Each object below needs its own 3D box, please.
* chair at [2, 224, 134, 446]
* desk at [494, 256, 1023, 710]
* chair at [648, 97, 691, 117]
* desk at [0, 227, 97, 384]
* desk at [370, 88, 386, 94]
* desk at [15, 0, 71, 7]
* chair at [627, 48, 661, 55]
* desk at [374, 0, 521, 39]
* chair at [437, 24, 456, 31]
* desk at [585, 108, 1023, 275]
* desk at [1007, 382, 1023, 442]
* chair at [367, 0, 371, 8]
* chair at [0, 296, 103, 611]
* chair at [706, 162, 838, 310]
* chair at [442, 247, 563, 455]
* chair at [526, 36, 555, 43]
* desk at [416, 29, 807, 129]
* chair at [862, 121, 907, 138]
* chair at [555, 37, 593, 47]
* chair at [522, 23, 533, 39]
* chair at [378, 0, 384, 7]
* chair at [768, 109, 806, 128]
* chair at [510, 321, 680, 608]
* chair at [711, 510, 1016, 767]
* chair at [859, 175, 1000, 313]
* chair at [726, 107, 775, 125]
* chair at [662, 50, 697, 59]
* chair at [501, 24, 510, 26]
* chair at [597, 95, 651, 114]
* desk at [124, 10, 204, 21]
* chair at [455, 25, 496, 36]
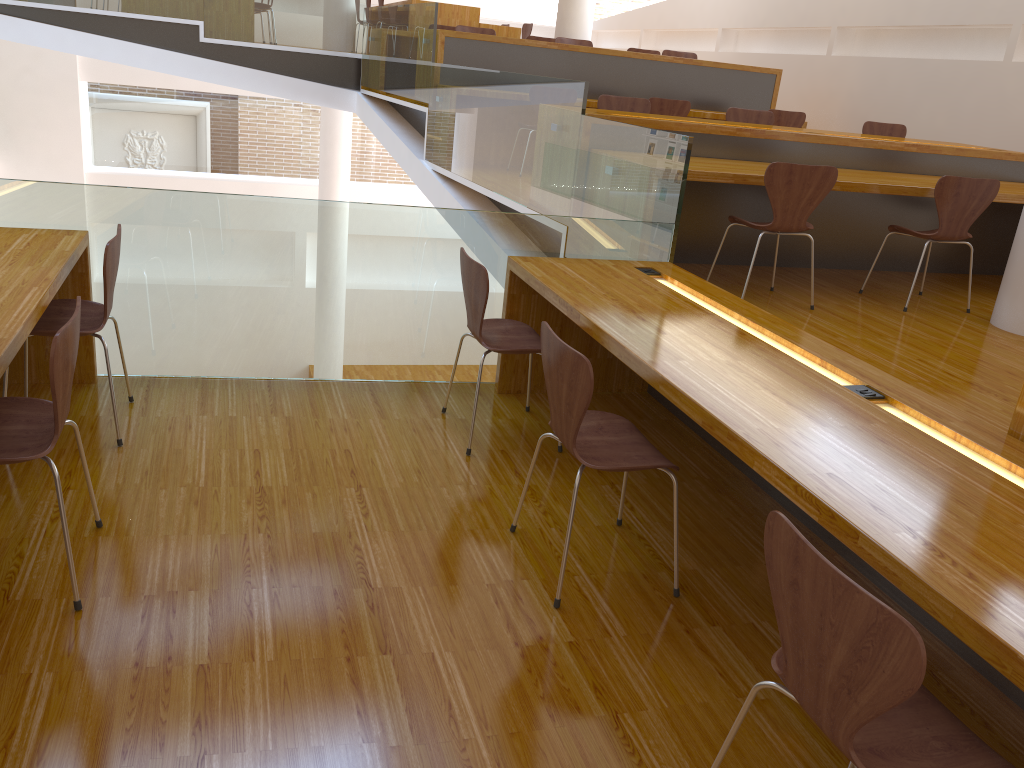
[{"bbox_3d":[-1.536,-0.185,3.046,0.381,0.693,0.428,0,21,-18],"label":"chair"},{"bbox_3d":[0.772,0.299,2.529,0.760,0.606,3.185,0,21,-18],"label":"desk"},{"bbox_3d":[1.183,-2.016,7.361,0.428,0.693,0.381,0,21,-18],"label":"chair"},{"bbox_3d":[-1.820,0.399,1.942,1.285,0.918,3.236,0,21,-18],"label":"desk"},{"bbox_3d":[0.215,-3.312,9.557,3.356,0.606,0.760,0,21,-18],"label":"desk"},{"bbox_3d":[-5.406,-4.475,9.644,0.760,0.606,3.194,0,21,-18],"label":"desk"},{"bbox_3d":[1.301,-3.232,9.531,0.428,0.693,0.381,0,21,-18],"label":"chair"},{"bbox_3d":[-0.970,-4.319,11.212,1.247,0.762,3.194,0,21,-18],"label":"desk"},{"bbox_3d":[-0.678,-3.203,8.859,0.428,0.693,0.381,0,21,-18],"label":"chair"},{"bbox_3d":[1.908,-1.091,5.367,3.243,0.785,1.527,0,21,-18],"label":"desk"},{"bbox_3d":[2.906,0.169,2.399,3.185,0.606,0.760,0,21,-18],"label":"desk"},{"bbox_3d":[-1.603,-4.366,10.804,0.381,0.693,0.428,0,21,-18],"label":"chair"},{"bbox_3d":[-1.256,0.156,2.180,0.381,0.693,0.428,0,21,-18],"label":"chair"},{"bbox_3d":[1.273,-0.753,4.370,0.428,0.693,0.381,0,21,-18],"label":"chair"},{"bbox_3d":[-0.014,-0.139,3.372,0.381,0.693,0.428,0,21,-18],"label":"chair"},{"bbox_3d":[0.247,-3.210,9.156,0.428,0.693,0.381,0,21,-18],"label":"chair"},{"bbox_3d":[0.863,-2.407,7.844,3.216,1.022,1.248,0,21,-18],"label":"desk"},{"bbox_3d":[2.774,-1.545,6.513,0.428,0.693,0.381,0,21,-18],"label":"chair"},{"bbox_3d":[0.608,-2.901,8.400,0.428,0.693,0.381,0,21,-18],"label":"chair"},{"bbox_3d":[0.000,-4.027,10.762,0.381,0.693,0.428,0,21,-18],"label":"chair"},{"bbox_3d":[-1.323,-4.026,9.939,0.381,0.693,0.428,0,21,-18],"label":"chair"},{"bbox_3d":[2.238,-2.038,7.737,0.428,0.693,0.381,0,21,-18],"label":"chair"},{"bbox_3d":[0.266,0.201,2.507,0.381,0.693,0.428,0,21,-18],"label":"chair"},{"bbox_3d":[0.626,0.593,1.521,0.381,0.693,0.428,0,21,-18],"label":"chair"},{"bbox_3d":[2.198,-0.761,4.667,0.428,0.693,0.381,0,21,-18],"label":"chair"},{"bbox_3d":[1.698,-1.550,6.205,0.428,0.693,0.381,0,21,-18],"label":"chair"},{"bbox_3d":[1.672,-2.896,8.704,0.428,0.693,0.381,0,21,-18],"label":"chair"},{"bbox_3d":[-0.280,-4.367,11.628,0.381,0.693,0.428,0,21,-18],"label":"chair"},{"bbox_3d":[0.773,-1.542,5.909,0.428,0.693,0.381,0,21,-18],"label":"chair"},{"bbox_3d":[-3.667,-4.417,10.228,1.248,0.757,3.196,0,21,-18],"label":"desk"},{"bbox_3d":[-0.317,-2.893,8.103,0.428,0.693,0.381,0,21,-18],"label":"chair"}]
